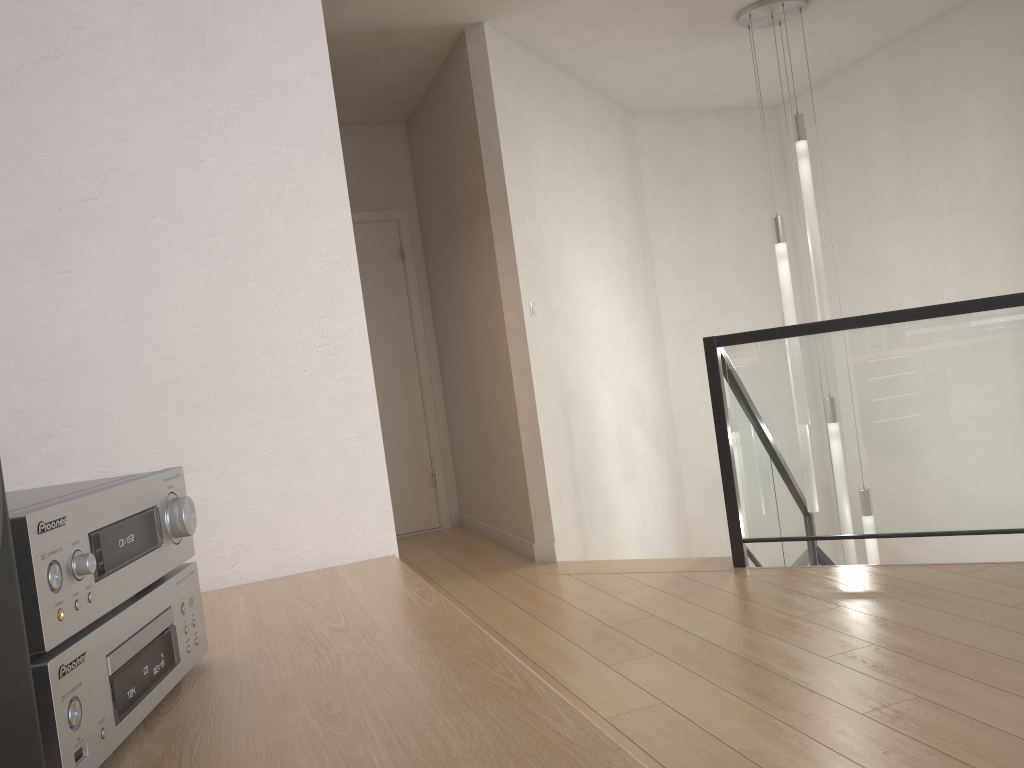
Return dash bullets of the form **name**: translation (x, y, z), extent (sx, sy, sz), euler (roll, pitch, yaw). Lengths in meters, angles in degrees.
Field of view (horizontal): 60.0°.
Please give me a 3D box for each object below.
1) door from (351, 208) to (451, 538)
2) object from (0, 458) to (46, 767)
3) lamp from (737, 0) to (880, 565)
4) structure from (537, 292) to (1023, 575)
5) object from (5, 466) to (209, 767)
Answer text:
- **door**: translation (-1.006, -0.037, 5.724), extent (0.974, 2.136, 0.085), euler (-8, 1, -18)
- **object**: translation (-0.385, 0.089, 0.381), extent (0.249, 0.354, 0.198), euler (-8, 1, -3)
- **lamp**: translation (1.508, -1.153, 4.764), extent (0.359, 6.725, 0.359), euler (-8, 1, 18)
- **structure**: translation (2.757, 1.714, 4.515), extent (4.190, 4.339, 2.823), euler (-7, 1, 27)
- **object**: translation (-0.396, 0.177, 0.648), extent (0.270, 0.174, 0.285), euler (-8, 1, -3)
